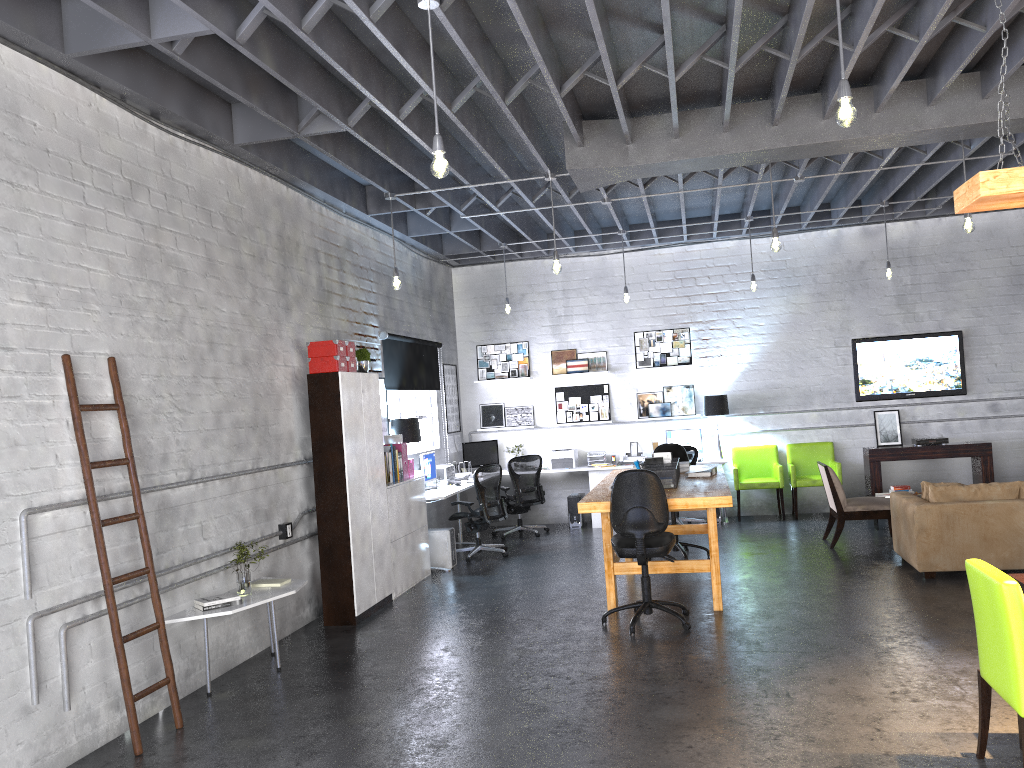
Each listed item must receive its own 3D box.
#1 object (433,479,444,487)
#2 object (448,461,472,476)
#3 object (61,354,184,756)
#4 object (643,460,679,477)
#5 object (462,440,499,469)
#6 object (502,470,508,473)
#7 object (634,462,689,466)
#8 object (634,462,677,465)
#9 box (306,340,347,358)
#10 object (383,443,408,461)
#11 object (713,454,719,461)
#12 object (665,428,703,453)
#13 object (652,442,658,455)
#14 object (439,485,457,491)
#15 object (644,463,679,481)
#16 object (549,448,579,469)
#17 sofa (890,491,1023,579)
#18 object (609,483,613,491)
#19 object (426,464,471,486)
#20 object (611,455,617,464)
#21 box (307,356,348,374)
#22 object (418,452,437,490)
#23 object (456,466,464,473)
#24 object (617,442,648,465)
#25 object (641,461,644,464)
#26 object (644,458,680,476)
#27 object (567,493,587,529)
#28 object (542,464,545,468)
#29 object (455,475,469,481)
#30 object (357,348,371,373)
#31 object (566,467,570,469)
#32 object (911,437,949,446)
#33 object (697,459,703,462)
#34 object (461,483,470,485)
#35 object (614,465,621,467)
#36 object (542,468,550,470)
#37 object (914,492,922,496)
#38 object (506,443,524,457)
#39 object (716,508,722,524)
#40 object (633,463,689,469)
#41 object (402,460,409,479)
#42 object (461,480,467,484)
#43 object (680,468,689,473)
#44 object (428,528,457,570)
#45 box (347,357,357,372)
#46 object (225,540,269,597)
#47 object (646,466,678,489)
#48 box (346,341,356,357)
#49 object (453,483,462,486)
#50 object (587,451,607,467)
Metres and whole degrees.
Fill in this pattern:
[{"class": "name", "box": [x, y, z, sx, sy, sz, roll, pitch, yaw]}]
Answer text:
[{"class": "object", "box": [-0.859, 1.153, 10.323, 0.082, 0.090, 0.090, -5, -1, 37]}, {"class": "object", "box": [-0.688, 1.108, 11.391, 0.324, 0.208, 0.233, -4, -1, 12]}, {"class": "object", "box": [-2.117, 0.889, 4.845, 0.320, 2.120, 0.425, -4, 0, 12]}, {"class": "object", "box": [1.316, 0.772, 7.845, 0.316, 0.156, 0.306, -4, -1, 12]}, {"class": "object", "box": [-0.434, 0.995, 12.114, 0.559, 0.427, 0.147, -3, -1, -41]}, {"class": "object", "box": [-0.266, 1.177, 11.815, 0.422, 0.028, 0.181, -3, -1, -28]}, {"class": "object", "box": [1.422, 0.783, 8.446, 0.520, 0.047, 0.046, -4, -1, 12]}, {"class": "object", "box": [1.441, 0.784, 8.537, 0.520, 0.047, 0.046, -4, -1, 12]}, {"class": "box", "box": [-1.519, -0.283, 7.277, 0.270, 0.131, 0.206, -4, -1, 12]}, {"class": "object", "box": [-1.179, 0.688, 8.911, 0.214, 0.177, 0.161, -4, -1, 12]}, {"class": "object", "box": [2.597, 0.937, 11.284, 0.069, 0.083, 0.090, -4, -1, 11]}, {"class": "object", "box": [2.277, 0.801, 11.672, 0.465, 0.417, 0.212, -4, -1, 17]}, {"class": "object", "box": [1.897, 0.908, 11.753, 0.087, 0.259, 0.236, -4, -1, 12]}, {"class": "object", "box": [-0.723, 1.167, 9.955, 0.181, 0.028, 0.422, -4, -1, 2]}, {"class": "object", "box": [1.253, 0.770, 7.544, 0.316, 0.156, 0.306, -4, -1, 12]}, {"class": "object", "box": [0.704, 1.010, 12.022, 0.351, 0.235, 0.351, -4, -1, 12]}, {"class": "sofa", "box": [4.584, 1.230, 7.597, 2.331, 0.628, 1.104, -4, -1, 12]}, {"class": "object", "box": [0.879, 0.844, 7.498, 0.057, 0.058, 0.635, -4, -1, 12]}, {"class": "object", "box": [-0.754, 1.083, 10.623, 0.485, 0.230, 0.420, -4, -1, 12]}, {"class": "object", "box": [1.366, 1.017, 11.920, 0.093, 0.116, 0.067, -4, -1, 12]}, {"class": "box", "box": [-1.510, -0.154, 7.276, 0.270, 0.131, 0.206, -4, -1, 12]}, {"class": "object", "box": [-0.993, 0.993, 10.048, 0.212, 0.417, 0.465, -4, -1, 12]}, {"class": "object", "box": [-0.664, 1.146, 11.728, 0.155, 0.141, 0.088, -4, -1, 27]}, {"class": "object", "box": [1.601, 0.920, 11.821, 0.405, 0.280, 0.399, -4, -1, 12]}, {"class": "object", "box": [1.721, 1.020, 11.515, 0.095, 0.050, 0.095, -4, -1, -20]}, {"class": "object", "box": [1.379, 0.775, 8.146, 0.316, 0.156, 0.306, -4, -1, 12]}, {"class": "object", "box": [0.871, 1.694, 11.874, 0.180, 0.411, 0.476, -4, -1, 12]}, {"class": "object", "box": [0.397, 1.125, 12.125, 0.105, 0.052, 0.023, -4, 0, 12]}, {"class": "object", "box": [-0.758, 1.176, 11.059, 0.392, 0.064, 0.259, -4, -1, 12]}, {"class": "object", "box": [-1.342, -0.205, 7.949, 0.169, 0.240, 0.171, -4, -1, 11]}, {"class": "object", "box": [0.740, 1.110, 11.701, 0.075, 0.016, 0.017, -5, -1, 37]}, {"class": "object", "box": [5.204, 0.716, 11.046, 0.371, 0.082, 0.266, -4, -1, 12]}, {"class": "object", "box": [2.411, 0.975, 11.348, 0.058, 0.036, 0.114, -4, -1, 27]}, {"class": "object", "box": [-0.557, 1.169, 10.311, 0.119, 0.016, 0.119, -5, -1, 29]}, {"class": "object", "box": [1.377, 1.067, 11.552, 0.141, 0.007, 0.008, -3, -1, -44]}, {"class": "object", "box": [0.449, 1.130, 11.800, 0.103, 0.021, 0.131, -4, -1, -8]}, {"class": "object", "box": [4.736, 1.275, 10.335, 0.151, 0.040, 0.151, -5, -1, 29]}, {"class": "object", "box": [0.048, 0.995, 12.193, 0.297, 0.363, 0.271, -4, -1, -33]}, {"class": "object", "box": [2.599, 1.563, 11.429, 0.180, 0.411, 0.476, -4, -1, 12]}, {"class": "object", "box": [1.401, 0.783, 8.346, 0.520, 0.047, 0.046, -4, -1, 10]}, {"class": "object", "box": [-1.166, 0.864, 8.910, 0.214, 0.177, 0.161, -4, -1, 12]}, {"class": "object", "box": [-0.552, 1.145, 10.313, 0.078, 0.049, 0.062, -4, -1, -18]}, {"class": "object", "box": [1.401, 0.822, 8.331, 0.520, 0.047, 0.047, -4, -1, 12]}, {"class": "object", "box": [-0.855, 1.761, 9.466, 0.478, 0.411, 0.200, -4, -1, 12]}, {"class": "box", "box": [-1.467, -0.152, 7.480, 0.270, 0.131, 0.206, -4, -1, 12]}, {"class": "object", "box": [-1.779, 1.238, 5.958, 0.271, 0.363, 0.297, -3, -1, -43]}, {"class": "object", "box": [1.189, 0.768, 7.243, 0.316, 0.156, 0.306, -4, -1, 12]}, {"class": "box", "box": [-1.477, -0.283, 7.481, 0.268, 0.133, 0.206, -4, -1, 12]}, {"class": "object", "box": [-0.639, 1.164, 10.238, 0.114, 0.036, 0.058, -4, -1, 2]}, {"class": "object", "box": [1.142, 1.004, 11.924, 0.229, 0.180, 0.316, -4, -1, 12]}]
